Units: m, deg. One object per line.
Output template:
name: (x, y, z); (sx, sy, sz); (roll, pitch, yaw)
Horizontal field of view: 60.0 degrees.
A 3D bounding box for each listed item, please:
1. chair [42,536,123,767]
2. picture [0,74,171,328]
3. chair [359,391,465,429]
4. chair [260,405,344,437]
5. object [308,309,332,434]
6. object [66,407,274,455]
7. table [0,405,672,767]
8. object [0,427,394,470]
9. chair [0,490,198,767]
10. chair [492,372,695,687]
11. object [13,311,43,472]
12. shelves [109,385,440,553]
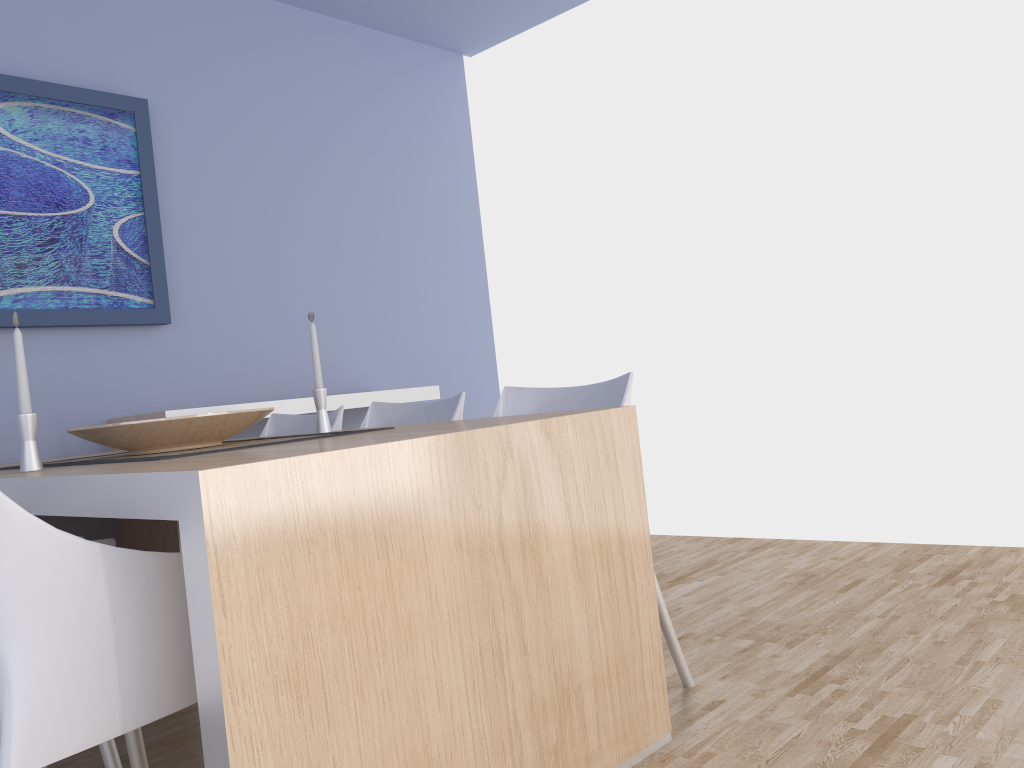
chair: (-1.123, 0.520, 1.749); (0.510, 0.793, 0.486); (-7, -1, 43)
picture: (-1.844, -0.645, 3.091); (0.049, 0.901, 1.252); (-7, -1, 43)
chair: (-0.367, 0.445, 2.609); (0.510, 0.793, 0.486); (-7, -1, 43)
chair: (-0.797, 0.495, 3.006); (0.510, 0.793, 0.486); (-7, -1, 43)
object: (-0.543, -0.037, 2.474); (0.045, 0.349, 0.045); (-7, -1, 43)
object: (-0.854, 0.127, 2.251); (0.493, 0.081, 0.493); (-6, -1, -29)
table: (-0.890, 0.537, 2.315); (2.340, 0.718, 1.002); (-7, -1, 43)
object: (-0.845, 0.168, 2.252); (0.986, 0.005, 0.594); (-7, -1, 42)
chair: (-0.702, 0.471, 1.361); (0.510, 0.793, 0.486); (-7, -1, 43)
chair: (0.069, 0.393, 2.207); (0.510, 0.793, 0.486); (-7, -1, 42)
object: (-1.055, 0.014, 1.914); (0.045, 0.349, 0.045); (-6, 0, -6)
shelves: (-1.768, 0.575, 2.750); (0.463, 0.840, 3.901); (-7, -1, 43)
